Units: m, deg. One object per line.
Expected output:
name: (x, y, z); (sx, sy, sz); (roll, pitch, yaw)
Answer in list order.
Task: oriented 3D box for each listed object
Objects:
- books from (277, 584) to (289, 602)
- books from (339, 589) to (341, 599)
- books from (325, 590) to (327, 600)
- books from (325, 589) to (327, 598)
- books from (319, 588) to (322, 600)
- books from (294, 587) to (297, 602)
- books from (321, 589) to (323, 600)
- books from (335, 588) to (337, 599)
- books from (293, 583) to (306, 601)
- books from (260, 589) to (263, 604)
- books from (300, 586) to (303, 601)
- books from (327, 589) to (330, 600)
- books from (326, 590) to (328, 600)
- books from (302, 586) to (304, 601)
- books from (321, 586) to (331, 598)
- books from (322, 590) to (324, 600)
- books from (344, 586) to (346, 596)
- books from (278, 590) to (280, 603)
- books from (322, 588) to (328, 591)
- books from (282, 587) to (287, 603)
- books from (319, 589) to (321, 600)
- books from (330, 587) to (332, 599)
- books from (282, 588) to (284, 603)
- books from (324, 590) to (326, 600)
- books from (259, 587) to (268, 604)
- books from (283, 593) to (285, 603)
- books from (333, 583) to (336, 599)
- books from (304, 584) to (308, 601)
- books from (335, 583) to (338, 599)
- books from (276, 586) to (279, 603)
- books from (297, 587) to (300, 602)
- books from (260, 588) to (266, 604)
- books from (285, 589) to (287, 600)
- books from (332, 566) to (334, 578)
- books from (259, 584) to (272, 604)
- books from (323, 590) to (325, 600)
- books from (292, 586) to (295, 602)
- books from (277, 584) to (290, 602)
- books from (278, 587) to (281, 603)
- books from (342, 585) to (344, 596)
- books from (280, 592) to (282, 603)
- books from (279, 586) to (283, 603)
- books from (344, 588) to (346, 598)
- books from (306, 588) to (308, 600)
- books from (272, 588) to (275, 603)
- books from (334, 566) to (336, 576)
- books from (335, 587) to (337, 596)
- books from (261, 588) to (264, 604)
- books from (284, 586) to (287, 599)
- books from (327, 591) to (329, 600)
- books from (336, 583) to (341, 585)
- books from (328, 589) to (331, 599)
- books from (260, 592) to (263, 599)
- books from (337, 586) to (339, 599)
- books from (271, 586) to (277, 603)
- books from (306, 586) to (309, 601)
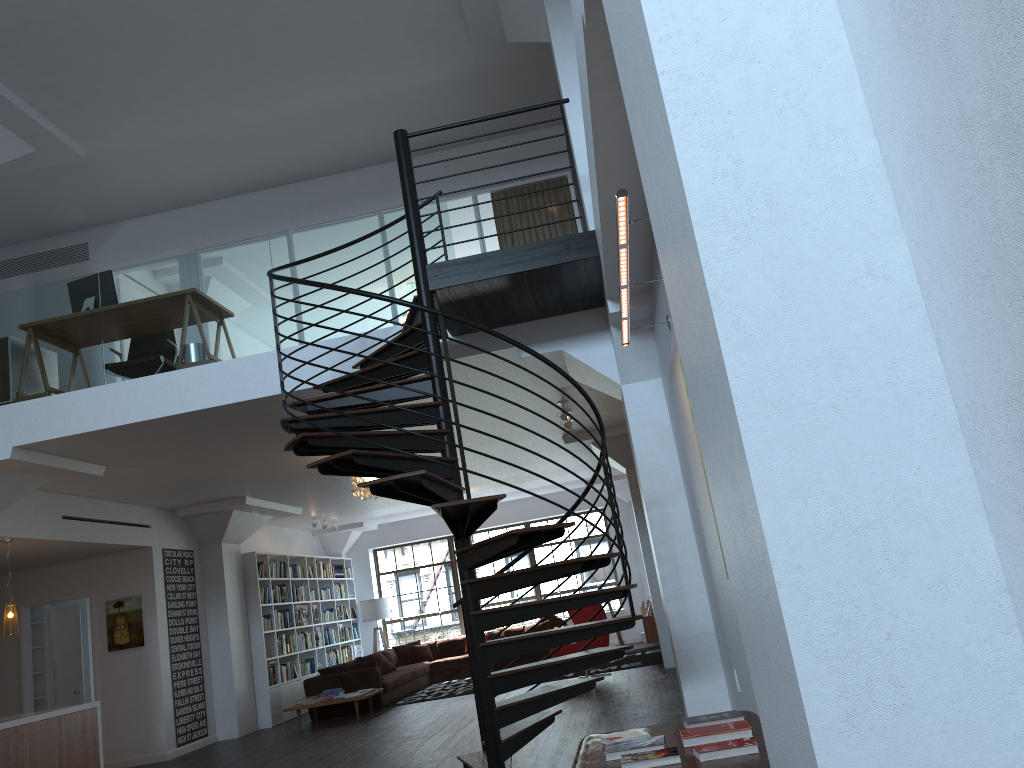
books: (-3.567, 3.255, 13.718); (0.198, 0.284, 0.049); (-11, -14, 5)
books: (-3.210, 3.812, 16.138); (0.161, 0.223, 0.027); (-11, -13, 5)
books: (-3.304, 3.688, 15.464); (0.128, 0.178, 0.022); (-11, -14, 5)
books: (-3.302, 3.691, 15.489); (0.134, 0.184, 0.030); (-11, -14, 5)
books: (-3.334, 3.613, 15.183); (0.146, 0.202, 0.027); (-11, -14, 5)
books: (-3.500, 3.333, 13.996); (0.174, 0.239, 0.045); (-11, -14, 5)
books: (-3.328, 3.631, 15.240); (0.139, 0.191, 0.036); (-11, -14, 5)
books: (-3.240, 3.750, 15.920); (0.160, 0.250, 0.026); (-11, -13, 5)
books: (-3.457, 3.401, 14.415); (0.176, 0.290, 0.053); (-11, -14, 5)
books: (-3.665, 3.079, 12.779); (0.161, 0.218, 0.101); (-11, -14, 5)
books: (-3.468, 3.395, 14.286); (0.170, 0.245, 0.057); (-11, -14, 5)
books: (-3.287, 3.706, 15.589); (0.136, 0.196, 0.045); (-11, -14, 5)
books: (-3.292, 3.698, 15.513); (0.128, 0.178, 0.021); (-11, -14, 5)
books: (-3.457, 3.408, 14.335); (0.174, 0.239, 0.045); (-11, -14, 5)
books: (-3.281, 3.707, 15.672); (0.140, 0.231, 0.042); (-11, -14, 5)
books: (-3.317, 3.652, 15.292); (0.126, 0.173, 0.032); (-11, -14, 5)
books: (-3.167, 3.882, 16.457); (0.161, 0.223, 0.026); (-11, -13, 5)
books: (-3.600, 3.197, 13.385); (0.160, 0.251, 0.039); (-11, -14, 5)
books: (-3.293, 3.698, 15.557); (0.127, 0.200, 0.020); (-11, -14, 5)
books: (-3.560, 3.248, 13.601); (0.174, 0.240, 0.054); (-11, -14, 5)
books: (-3.339, 3.609, 15.157); (0.127, 0.200, 0.020); (-11, -14, 5)
books: (-3.277, 3.720, 15.719); (0.158, 0.226, 0.052); (-11, -14, 5)
books: (-3.565, 3.239, 13.525); (0.161, 0.223, 0.032); (-11, -14, 5)
books: (-3.301, 3.676, 15.389); (0.120, 0.167, 0.020); (-11, -14, 5)
books: (-3.645, 3.097, 12.921); (0.174, 0.242, 0.105); (-11, -14, 5)
books: (-3.569, 3.248, 13.556); (0.161, 0.223, 0.033); (-11, -14, 5)
books: (-3.263, 3.727, 15.881); (0.198, 0.284, 0.066); (-11, -13, 5)
books: (-3.453, 3.418, 14.474); (0.197, 0.283, 0.065); (-11, -14, 5)
books: (-3.241, 3.746, 15.988); (0.176, 0.290, 0.053); (-11, -13, 5)
books: (-3.608, 3.185, 13.347); (0.180, 0.259, 0.042); (-11, -14, 5)
books: (-3.487, 3.376, 14.161); (0.167, 0.230, 0.037); (-11, -14, 5)
books: (-3.652, 3.082, 12.840); (0.172, 0.235, 0.112); (-11, -14, 5)
books: (-3.554, 3.265, 13.641); (0.161, 0.223, 0.032); (-11, -14, 5)
books: (-3.302, 3.409, 16.014); (0.161, 0.223, 0.032); (-11, -14, 5)
books: (-3.631, 3.089, 13.001); (0.176, 0.290, 0.053); (-11, -14, 5)
books: (-3.301, 3.663, 15.339); (0.107, 0.167, 0.017); (-11, -14, 5)
books: (-3.507, 3.310, 13.926); (0.182, 0.253, 0.034); (-11, -14, 5)
books: (-3.545, 3.259, 13.768); (0.176, 0.291, 0.053); (-11, -14, 5)
books: (-3.592, 3.207, 13.422); (0.171, 0.246, 0.039); (-11, -14, 5)
books: (-3.188, 3.842, 16.335); (0.160, 0.250, 0.026); (-11, -13, 5)
books: (-3.587, 3.226, 13.455); (0.161, 0.223, 0.033); (-11, -14, 5)
books: (-3.586, 3.220, 13.494); (0.183, 0.253, 0.042); (-11, -14, 5)
books: (-3.183, 3.869, 16.426); (0.174, 0.240, 0.045); (-11, -13, 5)
books: (-3.431, 3.455, 14.511); (0.161, 0.223, 0.026); (-11, -14, 5)
books: (-3.625, 3.158, 13.173); (0.174, 0.236, 0.142); (-11, -14, 6)
books: (-3.290, 3.430, 16.111); (0.161, 0.223, 0.033); (-11, -14, 5)
books: (-3.232, 3.768, 15.941); (0.161, 0.223, 0.026); (-11, -13, 5)
books: (-3.658, 3.077, 12.808); (0.152, 0.232, 0.104); (-11, -14, 5)
books: (-3.561, 3.261, 13.674); (0.160, 0.251, 0.031); (-11, -14, 5)
books: (-3.287, 3.702, 15.534); (0.128, 0.178, 0.022); (-11, -14, 5)
books: (-3.208, 3.805, 16.252); (0.176, 0.290, 0.036); (-11, -13, 5)
books: (-3.278, 3.717, 15.628); (0.139, 0.191, 0.036); (-11, -14, 5)
books: (-3.667, 3.078, 12.698); (0.161, 0.182, 0.170); (-11, -14, 5)
books: (-3.231, 3.773, 16.025); (0.183, 0.253, 0.034); (-11, -13, 5)
books: (-3.613, 3.168, 13.262); (0.183, 0.253, 0.042); (-11, -14, 5)
books: (-3.426, 3.447, 14.540); (0.159, 0.250, 0.026); (-11, -14, 5)
